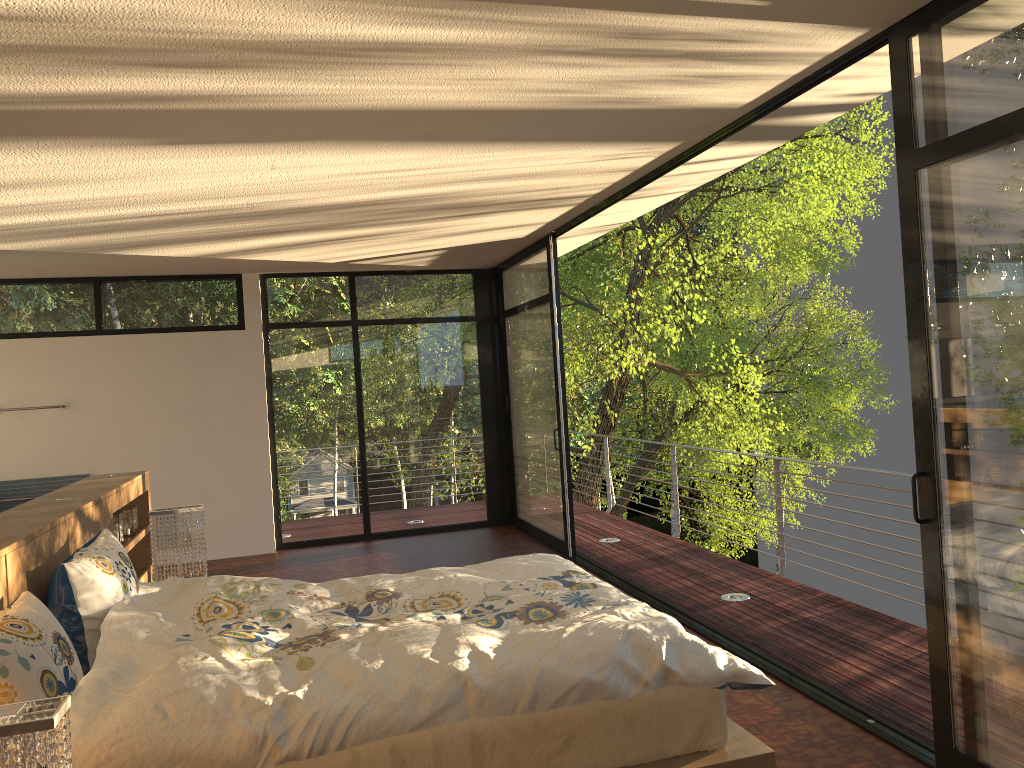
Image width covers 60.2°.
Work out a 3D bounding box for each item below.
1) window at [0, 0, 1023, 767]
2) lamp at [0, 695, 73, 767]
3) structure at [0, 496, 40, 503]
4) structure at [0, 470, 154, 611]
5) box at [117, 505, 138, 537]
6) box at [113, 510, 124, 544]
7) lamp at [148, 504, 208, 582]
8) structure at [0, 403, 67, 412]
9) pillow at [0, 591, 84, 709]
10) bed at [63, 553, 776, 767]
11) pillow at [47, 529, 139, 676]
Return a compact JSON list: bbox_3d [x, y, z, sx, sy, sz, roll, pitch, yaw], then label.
[{"bbox_3d":[-2.069,0.243,2.767,6.979,2.514,10.112,-4,0,-16],"label":"window"},{"bbox_3d":[-0.886,0.823,1.502,0.252,0.522,0.122,-3,0,-17],"label":"lamp"},{"bbox_3d":[-3.902,0.926,7.222,0.514,0.021,0.195,-4,0,-17],"label":"structure"},{"bbox_3d":[-1.639,0.987,2.597,0.314,0.974,5.685,-3,0,-14],"label":"structure"},{"bbox_3d":[-2.202,0.778,4.995,0.136,0.156,0.154,-3,0,-16],"label":"box"},{"bbox_3d":[-2.131,0.767,4.679,0.118,0.171,0.122,-3,0,-16],"label":"box"},{"bbox_3d":[-1.638,0.972,4.401,0.266,0.730,0.159,-3,0,-17],"label":"lamp"},{"bbox_3d":[-3.947,0.201,7.228,0.549,0.056,0.195,-4,0,-17],"label":"structure"},{"bbox_3d":[-1.320,0.813,2.364,0.273,0.404,0.591,-3,0,-14],"label":"pillow"},{"bbox_3d":[-0.467,1.046,3.098,2.196,0.712,1.793,-4,0,-16],"label":"bed"},{"bbox_3d":[-1.499,0.782,3.197,0.257,0.439,0.610,-3,0,-11],"label":"pillow"}]
